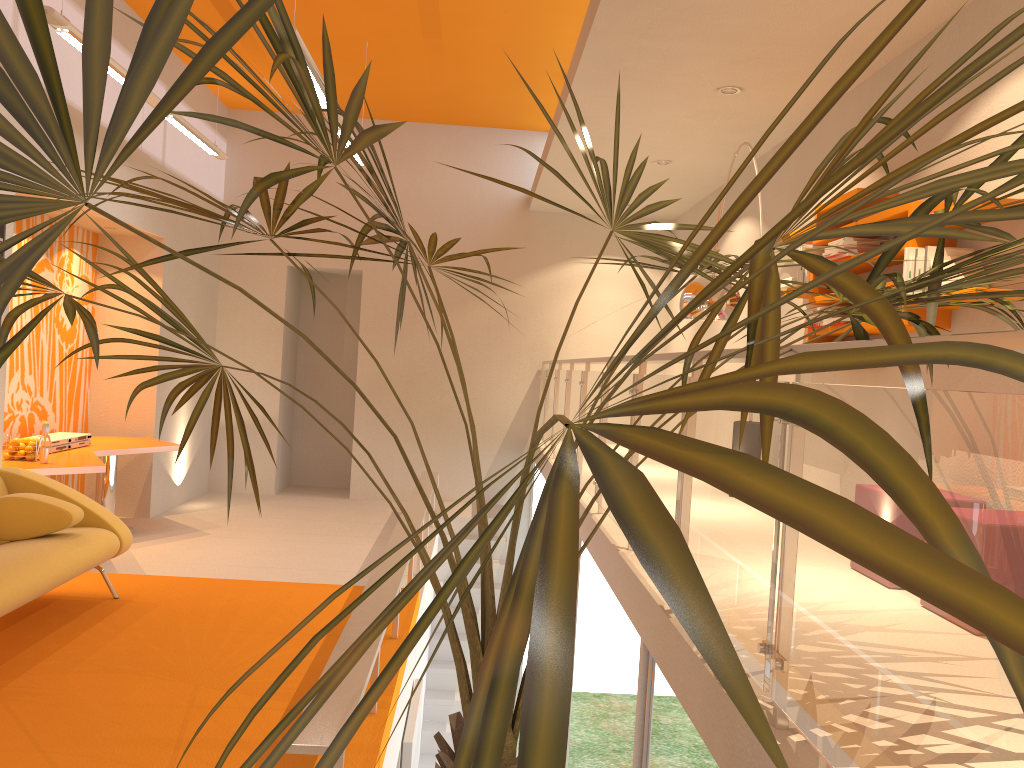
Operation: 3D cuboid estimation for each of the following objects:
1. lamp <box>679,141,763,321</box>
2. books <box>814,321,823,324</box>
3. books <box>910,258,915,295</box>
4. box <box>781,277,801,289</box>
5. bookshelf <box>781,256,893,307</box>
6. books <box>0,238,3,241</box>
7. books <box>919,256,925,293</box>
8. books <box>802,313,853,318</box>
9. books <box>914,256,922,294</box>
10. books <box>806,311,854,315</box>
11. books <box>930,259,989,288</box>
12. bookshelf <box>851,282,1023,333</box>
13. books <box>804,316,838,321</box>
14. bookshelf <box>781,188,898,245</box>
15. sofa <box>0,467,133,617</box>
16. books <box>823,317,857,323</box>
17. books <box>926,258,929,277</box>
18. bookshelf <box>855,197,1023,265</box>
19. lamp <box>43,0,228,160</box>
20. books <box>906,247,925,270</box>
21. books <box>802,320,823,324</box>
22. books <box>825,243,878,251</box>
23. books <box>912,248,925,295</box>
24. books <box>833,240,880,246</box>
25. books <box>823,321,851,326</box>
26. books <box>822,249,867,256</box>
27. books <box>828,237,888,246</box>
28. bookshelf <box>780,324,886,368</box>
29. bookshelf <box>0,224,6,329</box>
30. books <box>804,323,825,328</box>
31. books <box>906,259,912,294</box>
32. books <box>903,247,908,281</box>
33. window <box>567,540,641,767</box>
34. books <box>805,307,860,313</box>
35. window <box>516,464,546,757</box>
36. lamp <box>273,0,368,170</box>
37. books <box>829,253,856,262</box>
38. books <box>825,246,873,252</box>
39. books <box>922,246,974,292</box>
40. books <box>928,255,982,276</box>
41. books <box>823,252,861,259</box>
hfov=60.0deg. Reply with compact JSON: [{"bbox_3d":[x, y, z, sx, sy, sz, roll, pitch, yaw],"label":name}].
[{"bbox_3d":[1.325,-0.344,5.390,0.315,2.259,2.077,4,1,20],"label":"lamp"},{"bbox_3d":[1.814,-0.340,5.090,0.190,0.011,0.268,3,1,-1],"label":"books"},{"bbox_3d":[1.900,-0.468,3.962,0.230,0.169,0.027,3,1,-2],"label":"books"},{"bbox_3d":[1.810,-0.622,5.508,0.232,0.047,0.232,3,1,-2],"label":"box"},{"bbox_3d":[1.868,-0.570,5.236,0.220,0.220,1.150,3,1,-2],"label":"bookshelf"},{"bbox_3d":[-2.907,-0.791,4.746,0.254,0.015,0.190,4,1,4],"label":"books"},{"bbox_3d":[1.904,-0.467,3.876,0.230,0.169,0.027,3,1,-2],"label":"books"},{"bbox_3d":[1.826,-0.384,5.088,0.230,0.017,0.227,3,1,-7],"label":"books"},{"bbox_3d":[1.895,-0.468,3.904,0.230,0.169,0.027,3,1,-2],"label":"books"},{"bbox_3d":[1.832,-0.400,5.087,0.254,0.015,0.190,4,1,4],"label":"books"},{"bbox_3d":[1.909,-0.455,3.779,0.230,0.150,0.091,3,1,-2],"label":"books"},{"bbox_3d":[1.905,-0.366,4.060,0.220,0.220,1.150,3,1,-2],"label":"bookshelf"},{"bbox_3d":[1.812,-0.369,5.091,0.190,0.015,0.254,3,1,-1],"label":"books"},{"bbox_3d":[1.890,-0.926,5.230,0.220,0.220,1.150,3,1,-2],"label":"bookshelf"},{"bbox_3d":[-2.606,0.862,4.080,0.929,0.706,2.081,3,1,-2],"label":"sofa"},{"bbox_3d":[1.836,-0.339,4.787,0.226,0.017,0.230,3,1,-2],"label":"books"},{"bbox_3d":[1.894,-0.460,3.836,0.207,0.156,0.009,3,1,-2],"label":"books"},{"bbox_3d":[1.927,-0.723,4.053,0.220,0.220,1.150,3,1,-2],"label":"bookshelf"},{"bbox_3d":[-2.437,-2.438,6.128,0.120,1.052,3.195,3,1,-2],"label":"lamp"},{"bbox_3d":[1.900,-0.498,4.011,0.230,0.227,0.017,3,1,-2],"label":"books"},{"bbox_3d":[1.813,-0.354,5.100,0.190,0.015,0.254,3,1,-6],"label":"books"},{"bbox_3d":[1.865,-0.736,4.830,0.227,0.017,0.230,3,1,-7],"label":"books"},{"bbox_3d":[1.890,-0.489,3.937,0.207,0.210,0.021,3,1,-2],"label":"books"},{"bbox_3d":[1.867,-0.752,4.835,0.190,0.015,0.254,4,1,4],"label":"books"},{"bbox_3d":[1.839,-0.323,4.800,0.254,0.015,0.190,4,1,4],"label":"books"},{"bbox_3d":[1.852,-0.705,4.820,0.254,0.015,0.190,3,1,-6],"label":"books"},{"bbox_3d":[1.881,-0.767,4.831,0.230,0.017,0.227,3,1,-2],"label":"books"},{"bbox_3d":[1.846,-0.213,5.243,0.220,0.220,1.150,3,1,-2],"label":"bookshelf"},{"bbox_3d":[-2.952,-0.552,3.993,0.252,0.790,2.000,3,1,-2],"label":"bookshelf"},{"bbox_3d":[1.813,-0.328,5.086,0.210,0.013,0.297,3,1,-2],"label":"books"},{"bbox_3d":[1.891,-0.470,3.989,0.230,0.169,0.027,3,1,-2],"label":"books"},{"bbox_3d":[1.893,-0.499,4.029,0.230,0.227,0.017,3,1,-2],"label":"books"},{"bbox_3d":[-0.152,2.057,1.250,0.481,5.399,8.922,4,1,10],"label":"window"},{"bbox_3d":[1.829,-0.416,5.074,0.226,0.017,0.230,3,1,-2],"label":"books"},{"bbox_3d":[0.192,2.753,9.125,0.006,3.760,2.078,3,1,-2],"label":"window"},{"bbox_3d":[-1.211,-2.364,6.179,0.120,1.052,3.195,3,1,-2],"label":"lamp"},{"bbox_3d":[1.866,-0.679,4.817,0.210,0.013,0.297,3,1,-2],"label":"books"},{"bbox_3d":[1.861,-0.720,4.818,0.254,0.015,0.190,3,1,-1],"label":"books"},{"bbox_3d":[1.894,-0.487,3.851,0.207,0.210,0.021,3,1,-2],"label":"books"},{"bbox_3d":[1.908,-0.465,3.822,0.230,0.169,0.023,3,1,-2],"label":"books"},{"bbox_3d":[1.861,-0.692,4.822,0.268,0.011,0.190,3,1,-1],"label":"books"}]
